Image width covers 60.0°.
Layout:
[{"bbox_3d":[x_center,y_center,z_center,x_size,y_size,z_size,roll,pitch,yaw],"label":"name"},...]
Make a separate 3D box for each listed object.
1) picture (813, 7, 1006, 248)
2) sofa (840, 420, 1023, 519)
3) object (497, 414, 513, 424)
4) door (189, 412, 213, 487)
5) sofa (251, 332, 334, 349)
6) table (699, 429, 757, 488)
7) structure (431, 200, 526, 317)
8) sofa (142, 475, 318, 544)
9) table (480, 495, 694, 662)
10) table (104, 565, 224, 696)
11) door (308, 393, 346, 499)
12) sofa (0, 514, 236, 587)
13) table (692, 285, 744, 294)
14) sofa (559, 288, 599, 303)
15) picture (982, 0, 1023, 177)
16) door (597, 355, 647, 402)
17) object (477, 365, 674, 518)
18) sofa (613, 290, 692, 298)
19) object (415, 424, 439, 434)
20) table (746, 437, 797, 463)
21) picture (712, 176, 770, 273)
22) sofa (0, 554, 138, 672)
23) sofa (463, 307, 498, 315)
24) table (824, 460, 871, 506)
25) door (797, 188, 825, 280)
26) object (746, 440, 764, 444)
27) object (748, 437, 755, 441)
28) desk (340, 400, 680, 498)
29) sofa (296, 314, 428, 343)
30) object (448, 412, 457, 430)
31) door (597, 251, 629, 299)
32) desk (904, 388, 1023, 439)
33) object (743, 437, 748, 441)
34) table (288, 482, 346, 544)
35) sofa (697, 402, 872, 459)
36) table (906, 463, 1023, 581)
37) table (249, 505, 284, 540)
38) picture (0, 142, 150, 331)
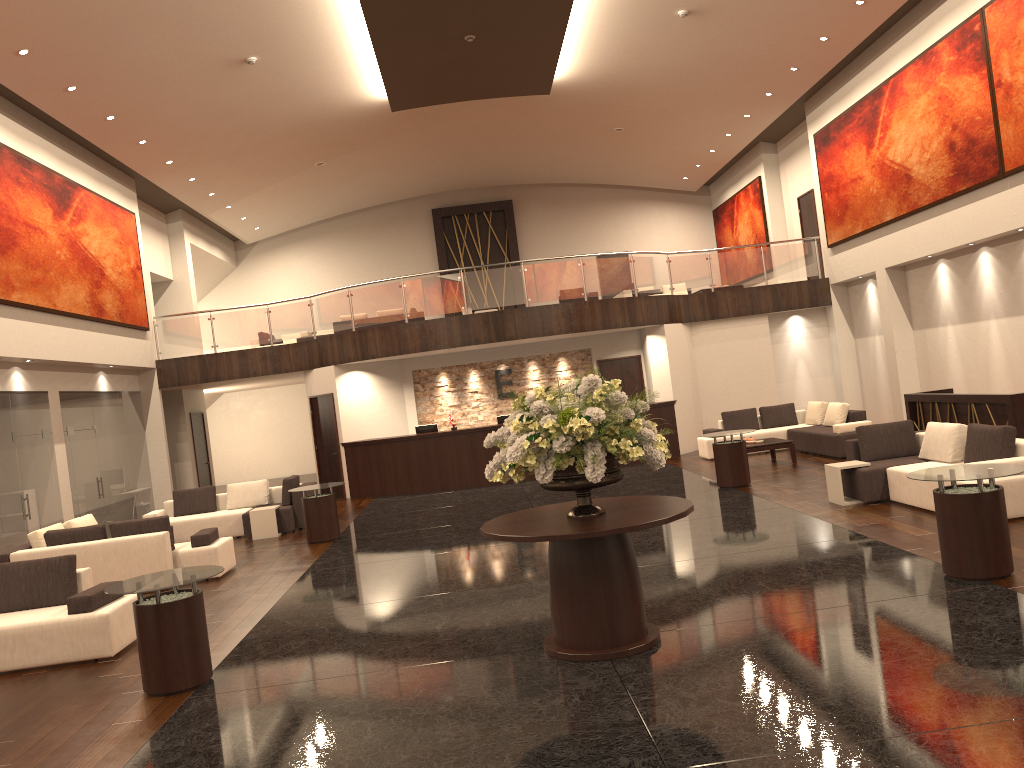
[{"bbox_3d":[6.970,-4.275,16.308,0.070,2.526,6.485,-7,0,-3],"label":"picture"},{"bbox_3d":[4.723,0.899,9.924,1.291,0.862,2.846,-7,0,-3],"label":"sofa"},{"bbox_3d":[-0.043,0.874,18.204,0.483,0.485,0.189,-7,0,-3],"label":"object"},{"bbox_3d":[-7.530,1.797,21.514,0.104,2.232,0.990,-7,0,-3],"label":"door"},{"bbox_3d":[-5.612,-1.191,25.427,3.366,0.862,2.586,-7,0,-3],"label":"sofa"},{"bbox_3d":[3.267,1.126,13.225,0.833,0.795,0.844,-7,0,37],"label":"table"},{"bbox_3d":[-0.982,-3.472,27.581,2.524,4.236,0.187,-7,0,-3],"label":"structure"},{"bbox_3d":[-4.752,2.114,14.794,2.846,0.862,1.291,-7,0,-2],"label":"sofa"},{"bbox_3d":[0.583,1.381,6.306,1.498,0.921,1.498,-7,0,-12],"label":"table"},{"bbox_3d":[-2.516,1.837,6.568,0.833,0.795,0.844,-7,0,-42],"label":"table"},{"bbox_3d":[-3.944,1.335,18.972,0.104,2.232,0.990,-7,0,-42],"label":"door"},{"bbox_3d":[-4.944,2.130,12.173,2.586,0.862,3.366,-7,0,-3],"label":"sofa"},{"bbox_3d":[5.527,-2.364,23.805,1.100,0.380,1.100,-7,0,-3],"label":"table"},{"bbox_3d":[1.605,-2.107,24.748,1.291,0.862,2.846,-7,0,-2],"label":"sofa"},{"bbox_3d":[7.210,-4.323,10.801,0.070,2.526,4.515,-7,0,-3],"label":"picture"},{"bbox_3d":[2.515,0.517,19.747,0.990,2.232,0.104,-7,0,-3],"label":"door"},{"bbox_3d":[0.430,0.384,6.310,1.402,1.097,1.453,-7,0,43],"label":"object"},{"bbox_3d":[4.662,-2.494,24.860,3.366,0.862,2.586,-7,0,-3],"label":"sofa"},{"bbox_3d":[-1.750,1.090,18.399,0.483,0.485,0.189,-7,0,12],"label":"object"},{"bbox_3d":[4.227,1.223,15.523,1.100,0.380,1.100,-7,0,-3],"label":"table"},{"bbox_3d":[6.567,-4.195,25.535,0.070,2.526,4.515,-7,0,-3],"label":"picture"},{"bbox_3d":[-4.693,2.081,6.829,2.586,0.862,3.366,-7,0,-3],"label":"sofa"},{"bbox_3d":[-0.705,-1.815,24.769,1.291,0.862,2.846,-7,0,-2],"label":"sofa"},{"bbox_3d":[4.062,1.188,10.677,0.400,0.460,0.400,-7,0,-3],"label":"table"},{"bbox_3d":[7.267,-3.524,21.518,0.104,2.232,0.990,-7,0,-3],"label":"door"},{"bbox_3d":[4.187,1.018,15.476,0.437,0.040,0.154,-7,0,43],"label":"object"},{"bbox_3d":[4.209,0.982,15.607,0.119,0.106,0.119,-7,0,-21],"label":"object"},{"bbox_3d":[0.032,1.363,18.385,7.146,1.171,1.674,-7,0,-1],"label":"desk"},{"bbox_3d":[-3.958,-1.405,24.000,3.366,0.862,2.586,-7,0,-3],"label":"sofa"},{"bbox_3d":[-1.204,0.738,17.893,0.163,0.390,0.165,-7,0,5],"label":"object"},{"bbox_3d":[3.290,-3.000,27.853,0.990,2.232,0.104,-7,0,-3],"label":"door"},{"bbox_3d":[6.288,0.614,11.883,0.700,1.043,2.606,-7,0,-3],"label":"desk"},{"bbox_3d":[4.122,0.993,15.734,0.119,0.106,0.119,-7,0,21],"label":"object"},{"bbox_3d":[-2.795,1.893,12.954,0.833,0.795,0.844,-7,0,37],"label":"table"},{"bbox_3d":[5.032,0.880,16.390,2.586,0.862,3.366,-7,0,-3],"label":"sofa"},{"bbox_3d":[3.546,1.070,6.839,0.833,0.795,0.844,-7,0,-42],"label":"table"},{"bbox_3d":[-3.921,2.210,14.171,0.400,0.460,0.400,-7,0,-3],"label":"table"},{"bbox_3d":[-7.764,-2.411,15.650,0.070,2.526,6.485,-7,0,-3],"label":"picture"}]
